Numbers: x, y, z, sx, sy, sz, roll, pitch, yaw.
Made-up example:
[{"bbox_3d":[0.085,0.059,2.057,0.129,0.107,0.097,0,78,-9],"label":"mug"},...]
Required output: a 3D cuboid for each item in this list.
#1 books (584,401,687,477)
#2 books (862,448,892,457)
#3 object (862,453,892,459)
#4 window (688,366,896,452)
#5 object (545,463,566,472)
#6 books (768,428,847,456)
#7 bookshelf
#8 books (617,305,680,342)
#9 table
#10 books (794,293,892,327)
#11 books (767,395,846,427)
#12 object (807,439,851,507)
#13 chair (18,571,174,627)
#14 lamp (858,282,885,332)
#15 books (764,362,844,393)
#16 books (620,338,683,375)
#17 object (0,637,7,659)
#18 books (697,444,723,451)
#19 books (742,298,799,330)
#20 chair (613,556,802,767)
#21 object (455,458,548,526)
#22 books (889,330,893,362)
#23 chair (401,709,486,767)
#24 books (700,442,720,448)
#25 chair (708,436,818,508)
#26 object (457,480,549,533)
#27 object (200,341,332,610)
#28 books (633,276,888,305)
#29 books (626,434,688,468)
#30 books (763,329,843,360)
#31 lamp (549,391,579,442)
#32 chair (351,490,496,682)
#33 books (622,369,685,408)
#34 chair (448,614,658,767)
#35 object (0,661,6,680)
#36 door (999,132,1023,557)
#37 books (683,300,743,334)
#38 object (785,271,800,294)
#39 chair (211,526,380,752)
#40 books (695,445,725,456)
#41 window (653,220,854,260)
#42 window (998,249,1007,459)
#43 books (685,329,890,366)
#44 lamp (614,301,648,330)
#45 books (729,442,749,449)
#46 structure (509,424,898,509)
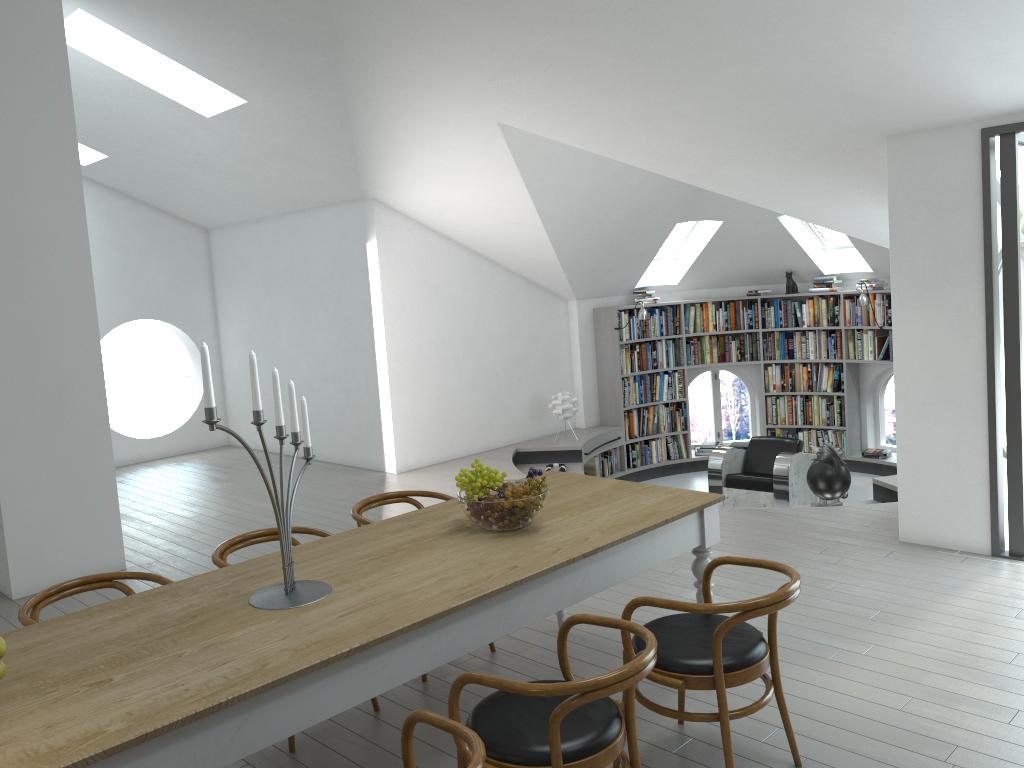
[{"bbox_3d":[1.403,0.625,10.366,1.644,0.694,0.391,-9,7,-34],"label":"books"},{"bbox_3d":[4.121,0.773,10.009,0.268,0.029,0.254,1,8,36],"label":"books"},{"bbox_3d":[4.123,0.803,10.012,0.214,0.036,0.227,-8,8,-27],"label":"object"},{"bbox_3d":[3.536,0.277,10.532,3.230,1.148,0.619,0,7,31],"label":"window"},{"bbox_3d":[0.433,0.858,8.858,0.218,0.082,0.474,-3,7,8],"label":"object"},{"bbox_3d":[3.520,0.657,10.477,1.019,0.305,0.288,0,7,30],"label":"books"},{"bbox_3d":[3.263,-0.009,9.533,2.114,1.875,4.335,-10,9,-44],"label":"bookshelf"},{"bbox_3d":[1.526,-0.717,10.412,1.034,0.360,0.301,-8,7,-28],"label":"books"},{"bbox_3d":[-0.608,1.073,2.994,3.357,0.797,1.019,-11,9,-44],"label":"table"},{"bbox_3d":[3.897,-0.828,9.880,0.394,0.366,1.567,-9,8,-39],"label":"books"},{"bbox_3d":[3.511,0.296,10.440,1.031,0.356,0.293,0,7,30],"label":"books"},{"bbox_3d":[2.412,0.700,6.755,0.320,0.561,0.321,-2,6,19],"label":"object"},{"bbox_3d":[-1.476,1.135,3.298,0.621,0.733,0.529,1,8,41],"label":"chair"},{"bbox_3d":[3.858,-0.820,9.536,0.358,0.565,0.113,-8,7,-37],"label":"lamp"},{"bbox_3d":[3.470,-0.087,10.411,0.997,0.350,0.298,0,7,29],"label":"books"},{"bbox_3d":[1.563,-0.335,10.466,1.090,0.347,0.303,-8,7,-29],"label":"books"},{"bbox_3d":[-1.355,0.693,2.303,0.071,0.063,0.072,1,8,39],"label":"object"},{"bbox_3d":[2.434,0.780,10.893,0.269,0.031,0.286,-1,7,22],"label":"books"},{"bbox_3d":[3.060,-0.837,10.553,0.682,0.345,0.265,-1,6,22],"label":"books"},{"bbox_3d":[0.699,1.004,3.079,0.528,0.733,0.621,-10,8,-44],"label":"chair"},{"bbox_3d":[-0.041,0.429,3.495,0.393,0.283,0.293,-3,6,10],"label":"object"},{"bbox_3d":[4.249,-0.407,9.433,0.224,0.340,0.399,-7,7,-24],"label":"books"},{"bbox_3d":[-0.330,1.199,2.066,0.528,0.733,0.622,-9,8,-41],"label":"chair"},{"bbox_3d":[2.432,0.749,10.890,0.213,0.036,0.227,-1,7,22],"label":"books"},{"bbox_3d":[2.465,0.919,8.665,0.823,0.717,0.743,1,8,40],"label":"chair"},{"bbox_3d":[-0.029,0.494,3.473,0.360,0.159,0.361,-1,7,26],"label":"object"},{"bbox_3d":[-0.780,0.269,2.796,0.265,0.873,0.777,-2,6,20],"label":"object"},{"bbox_3d":[2.833,-1.105,10.326,2.813,0.173,0.750,-2,7,16],"label":"books"},{"bbox_3d":[1.679,0.773,10.575,0.919,0.319,0.283,-7,7,-26],"label":"books"},{"bbox_3d":[3.464,-0.469,10.413,1.028,0.358,0.301,0,7,31],"label":"books"},{"bbox_3d":[0.566,0.347,9.526,0.305,0.523,0.306,0,7,34],"label":"lamp"},{"bbox_3d":[-0.463,0.939,4.329,0.528,0.733,0.622,-9,8,-41],"label":"chair"},{"bbox_3d":[1.588,0.044,10.450,1.021,0.358,0.261,-8,7,-27],"label":"books"},{"bbox_3d":[0.143,1.099,2.617,0.621,0.733,0.529,1,8,42],"label":"chair"},{"bbox_3d":[-1.323,0.734,2.259,0.060,0.056,0.059,1,8,40],"label":"object"},{"bbox_3d":[3.139,-0.264,5.271,1.054,2.340,0.080,-9,7,-44],"label":"door"},{"bbox_3d":[2.386,-0.811,10.650,0.793,0.372,0.270,-4,6,-1],"label":"books"},{"bbox_3d":[3.279,-1.187,10.371,0.147,0.264,0.202,1,8,42],"label":"object"},{"bbox_3d":[-0.950,1.038,3.794,0.528,0.733,0.621,-10,8,-44],"label":"chair"},{"bbox_3d":[2.436,0.814,10.896,0.365,0.042,0.389,-3,7,12],"label":"books"},{"bbox_3d":[3.136,-1.765,9.377,1.937,0.711,4.057,-11,9,-44],"label":"window"},{"bbox_3d":[3.403,-0.225,6.000,1.474,1.466,0.104,-10,8,-44],"label":"window"},{"bbox_3d":[3.197,-0.436,10.356,2.528,0.370,0.592,-1,7,26],"label":"books"},{"bbox_3d":[1.339,-0.771,9.941,0.414,0.311,0.117,2,8,42],"label":"lamp"},{"bbox_3d":[2.792,0.776,10.775,0.292,0.099,0.318,-10,9,-42],"label":"books"},{"bbox_3d":[2.342,0.936,8.640,4.709,0.691,4.723,-4,7,1],"label":"structure"}]
